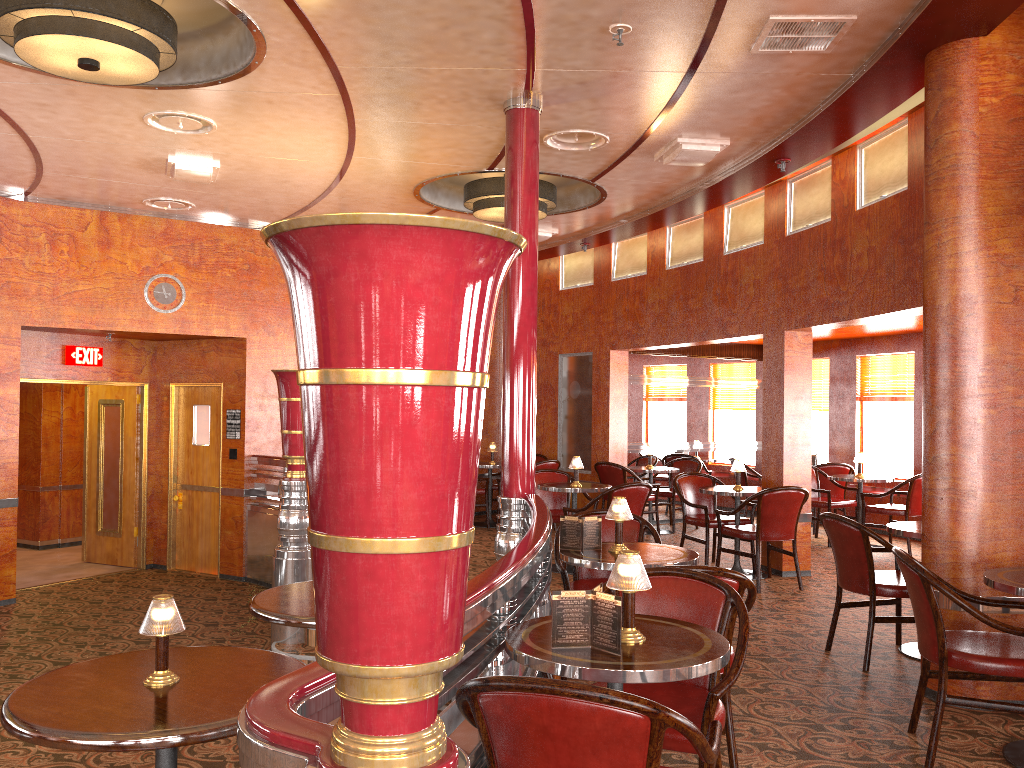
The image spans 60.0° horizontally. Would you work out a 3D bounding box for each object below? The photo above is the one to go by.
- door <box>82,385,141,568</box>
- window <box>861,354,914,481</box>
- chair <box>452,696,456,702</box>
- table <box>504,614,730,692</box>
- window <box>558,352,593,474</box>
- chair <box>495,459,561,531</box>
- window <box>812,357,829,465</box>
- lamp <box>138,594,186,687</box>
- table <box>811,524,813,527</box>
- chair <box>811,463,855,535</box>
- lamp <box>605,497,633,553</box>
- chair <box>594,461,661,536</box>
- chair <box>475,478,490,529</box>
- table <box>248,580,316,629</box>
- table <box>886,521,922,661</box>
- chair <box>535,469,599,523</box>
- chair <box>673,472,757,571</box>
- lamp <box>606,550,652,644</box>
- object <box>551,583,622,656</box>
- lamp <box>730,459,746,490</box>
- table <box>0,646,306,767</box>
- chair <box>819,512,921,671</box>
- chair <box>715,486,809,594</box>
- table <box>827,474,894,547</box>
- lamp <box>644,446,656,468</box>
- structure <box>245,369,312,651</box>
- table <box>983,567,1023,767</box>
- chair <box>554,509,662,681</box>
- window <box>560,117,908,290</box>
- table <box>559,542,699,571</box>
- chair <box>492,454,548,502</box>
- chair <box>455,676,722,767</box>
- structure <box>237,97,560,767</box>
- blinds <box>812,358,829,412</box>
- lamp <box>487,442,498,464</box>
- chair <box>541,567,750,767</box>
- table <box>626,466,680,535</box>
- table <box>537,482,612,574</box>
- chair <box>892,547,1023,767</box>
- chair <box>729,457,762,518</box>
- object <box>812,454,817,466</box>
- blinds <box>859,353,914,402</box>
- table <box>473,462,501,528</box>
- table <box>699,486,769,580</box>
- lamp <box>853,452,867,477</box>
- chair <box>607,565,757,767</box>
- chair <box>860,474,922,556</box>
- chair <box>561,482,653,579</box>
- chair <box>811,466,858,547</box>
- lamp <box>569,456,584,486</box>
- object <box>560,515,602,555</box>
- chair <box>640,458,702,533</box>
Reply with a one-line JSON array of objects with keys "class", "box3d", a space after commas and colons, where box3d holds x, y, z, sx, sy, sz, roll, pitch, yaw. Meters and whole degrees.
[{"class": "door", "box3d": [-4.396, 0.985, 9.734, 0.808, 1.982, 0.063, 0, -1, 25]}, {"class": "window", "box3d": [4.307, 0.374, 10.096, 0.040, 1.420, 0.820, 1, -1, -24]}, {"class": "chair", "box3d": [-0.245, 1.511, 4.233, 0.350, 0.755, 0.350, 2, -1, -44]}, {"class": "table", "box3d": [0.294, 1.090, 2.550, 0.640, 0.720, 0.640, 1, -1, -17]}, {"class": "window", "box3d": [0.870, 0.349, 10.752, 0.257, 1.440, 0.806, 1, -1, -35]}, {"class": "chair", "box3d": [0.220, 1.244, 10.021, 0.588, 0.816, 0.615, 2, -1, -45]}, {"class": "window", "box3d": [3.731, 0.397, 11.214, 0.151, 1.436, 0.838, 1, -1, -29]}, {"class": "lamp", "box3d": [-1.029, 0.750, 2.610, 0.130, 0.250, 0.130, 2, -1, -40]}, {"class": "table", "box3d": [3.402, 1.354, 10.771, 0.639, 0.720, 0.640, 1, -1, 10]}, {"class": "chair", "box3d": [3.588, 1.292, 10.178, 0.588, 0.816, 0.615, 1, -1, -2]}, {"class": "lamp", "box3d": [0.497, 0.650, 4.116, 0.130, 0.250, 0.130, 1, -1, -13]}, {"class": "chair", "box3d": [1.224, 1.248, 9.708, 0.615, 0.816, 0.588, 2, -1, -40]}, {"class": "chair", "box3d": [-0.635, 1.239, 10.245, 0.615, 0.816, 0.588, 1, -1, -25]}, {"class": "table", "box3d": [-0.698, 1.392, 3.813, 0.849, 0.960, 0.850, 1, -1, 10]}, {"class": "table", "box3d": [2.484, 1.187, 5.071, 0.640, 0.720, 0.640, 0, -1, 41]}, {"class": "chair", "box3d": [0.411, 1.191, 7.993, 0.588, 0.816, 0.615, 1, -1, -20]}, {"class": "chair", "box3d": [1.742, 1.203, 7.800, 0.588, 0.816, 0.615, 1, -1, -25]}, {"class": "lamp", "box3d": [0.335, 0.605, 2.541, 0.130, 0.250, 0.130, 0, -1, 41]}, {"class": "object", "box3d": [0.193, 0.648, 2.448, 0.169, 0.156, 0.195, 1, -1, -10]}, {"class": "lamp", "box3d": [1.908, 0.760, 7.476, 0.130, 0.250, 0.130, 1, -1, -4]}, {"class": "table", "box3d": [-1.014, 1.354, 2.590, 0.849, 0.960, 0.850, 0, -1, 32]}, {"class": "chair", "box3d": [2.060, 1.130, 4.973, 0.615, 0.816, 0.588, 1, -1, -10]}, {"class": "chair", "box3d": [1.989, 1.184, 6.970, 0.588, 0.816, 0.615, 1, -1, -20]}, {"class": "table", "box3d": [3.560, 1.309, 9.070, 0.640, 0.720, 0.640, 0, -1, 41]}, {"class": "lamp", "box3d": [1.562, 0.825, 10.043, 0.130, 0.250, 0.130, 1, -1, -13]}, {"class": "structure", "box3d": [-1.881, 0.948, 7.631, 0.624, 2.024, 3.169, 1, -1, -20]}, {"class": "table", "box3d": [2.220, 1.141, 3.498, 0.640, 0.720, 0.640, 2, -1, -40]}, {"class": "chair", "box3d": [0.516, 1.103, 4.689, 0.588, 0.816, 0.615, 1, -1, 0]}, {"class": "window", "box3d": [1.805, -1.541, 5.134, 1.956, 0.480, 11.950, 1, -2, -2]}, {"class": "table", "box3d": [0.532, 1.135, 4.085, 0.640, 0.720, 0.640, 1, -1, 1]}, {"class": "chair", "box3d": [0.108, 1.263, 10.762, 0.588, 0.816, 0.615, 0, -1, 40]}, {"class": "chair", "box3d": [0.181, 1.028, 2.103, 0.588, 0.816, 0.615, 0, -1, 20]}, {"class": "structure", "box3d": [-0.097, 0.063, 3.297, 0.549, 3.604, 4.355, 1, -1, 5]}, {"class": "blinds", "box3d": [3.711, 0.017, 11.205, 0.050, 0.661, 0.803, 1, -1, -29]}, {"class": "lamp", "box3d": [-0.229, 0.812, 10.417, 0.130, 0.250, 0.130, 1, -1, -13]}, {"class": "chair", "box3d": [0.457, 1.053, 2.890, 0.588, 0.816, 0.615, 0, -1, 25]}, {"class": "table", "box3d": [1.564, 1.309, 10.014, 0.640, 0.720, 0.640, 1, -1, -31]}, {"class": "table", "box3d": [0.534, 1.231, 7.625, 0.640, 0.720, 0.640, 1, -1, -31]}, {"class": "chair", "box3d": [1.871, 1.090, 3.592, 0.615, 0.816, 0.588, 0, -1, 15]}, {"class": "chair", "box3d": [2.938, 1.298, 10.719, 0.615, 0.816, 0.588, 1, -1, -2]}, {"class": "object", "box3d": [3.524, 0.910, 10.518, 0.169, 0.156, 0.195, 0, -1, 23]}, {"class": "blinds", "box3d": [4.272, -0.068, 10.083, 0.057, 0.539, 0.803, 1, -1, -24]}, {"class": "table", "box3d": [-0.261, 1.297, 10.418, 0.640, 0.720, 0.640, 1, -1, -31]}, {"class": "table", "box3d": [1.896, 1.244, 7.462, 0.640, 0.720, 0.640, 1, -1, -31]}, {"class": "lamp", "box3d": [3.562, 0.825, 9.076, 0.130, 0.250, 0.130, 1, -1, -13]}, {"class": "chair", "box3d": [0.642, 1.072, 3.499, 0.588, 0.816, 0.615, 1, -1, 0]}, {"class": "chair", "box3d": [3.847, 1.256, 8.727, 0.588, 0.816, 0.615, 1, -1, -35]}, {"class": "chair", "box3d": [0.796, 1.172, 7.115, 0.588, 0.816, 0.615, 1, -1, -35]}, {"class": "chair", "box3d": [3.287, 1.268, 9.433, 0.588, 0.816, 0.615, 1, -1, -35]}, {"class": "lamp", "box3d": [0.551, 0.746, 7.609, 0.130, 0.250, 0.130, 1, -1, -13]}, {"class": "object", "box3d": [0.322, 0.694, 4.075, 0.195, 0.156, 0.169, 1, -1, 0]}, {"class": "chair", "box3d": [1.878, 1.274, 10.326, 0.615, 0.816, 0.588, 2, -1, -40]}]
